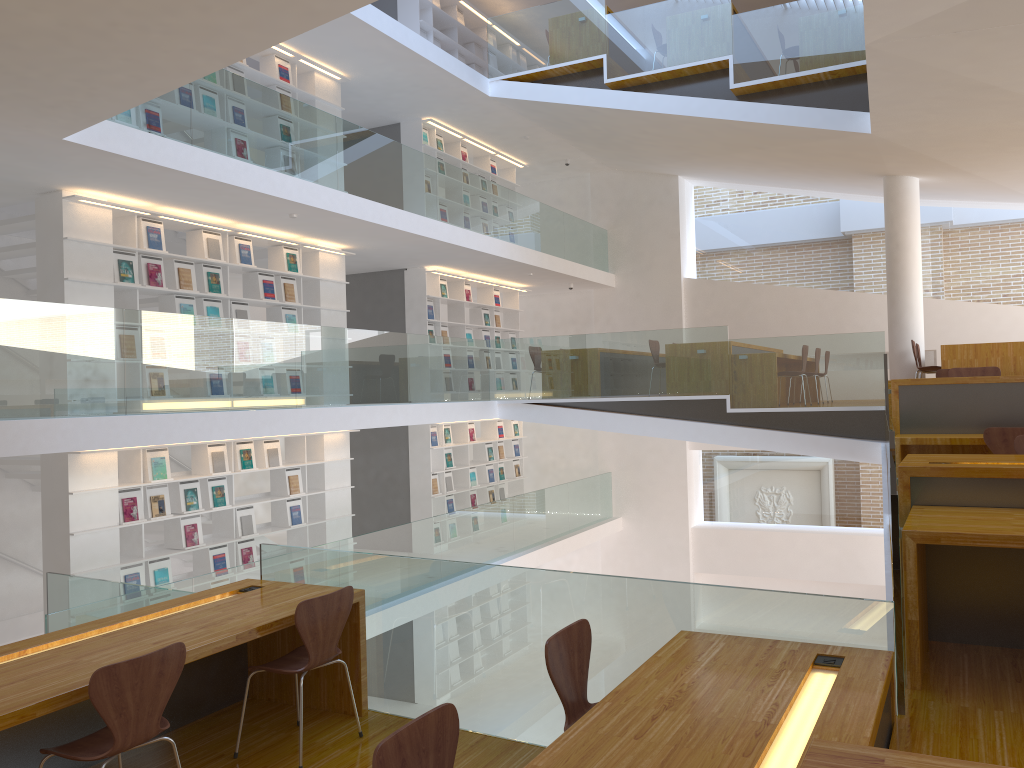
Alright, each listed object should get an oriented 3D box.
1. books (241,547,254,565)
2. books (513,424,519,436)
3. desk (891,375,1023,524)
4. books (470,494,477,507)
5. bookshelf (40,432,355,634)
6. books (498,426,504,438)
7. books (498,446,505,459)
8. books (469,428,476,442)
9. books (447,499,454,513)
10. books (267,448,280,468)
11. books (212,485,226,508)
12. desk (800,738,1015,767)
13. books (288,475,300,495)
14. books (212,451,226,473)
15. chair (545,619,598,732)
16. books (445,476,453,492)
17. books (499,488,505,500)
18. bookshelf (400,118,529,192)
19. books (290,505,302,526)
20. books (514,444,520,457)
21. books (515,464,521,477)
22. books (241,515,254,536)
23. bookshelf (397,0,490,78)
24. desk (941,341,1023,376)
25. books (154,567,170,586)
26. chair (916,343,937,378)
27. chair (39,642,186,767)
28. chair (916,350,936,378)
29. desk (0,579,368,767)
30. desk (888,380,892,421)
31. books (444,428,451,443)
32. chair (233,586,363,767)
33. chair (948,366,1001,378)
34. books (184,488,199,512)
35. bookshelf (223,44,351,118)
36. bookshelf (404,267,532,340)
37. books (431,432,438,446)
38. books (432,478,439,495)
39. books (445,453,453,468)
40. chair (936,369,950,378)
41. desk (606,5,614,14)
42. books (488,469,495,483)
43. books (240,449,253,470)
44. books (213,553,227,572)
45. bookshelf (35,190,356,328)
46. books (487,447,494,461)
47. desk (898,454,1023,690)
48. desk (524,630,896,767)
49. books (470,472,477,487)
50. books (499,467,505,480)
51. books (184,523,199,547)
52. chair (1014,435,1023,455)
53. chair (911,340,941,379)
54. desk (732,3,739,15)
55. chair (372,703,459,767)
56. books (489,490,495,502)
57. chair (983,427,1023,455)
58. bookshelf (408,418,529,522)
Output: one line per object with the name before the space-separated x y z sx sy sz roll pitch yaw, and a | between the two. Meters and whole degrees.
books | -2.647 1.747 8.883 0.037 0.210 0.145 -2 -1 27
books | 0.070 0.752 14.381 0.037 0.210 0.145 -2 -1 27
desk | 4.374 0.426 6.093 3.216 1.022 1.248 -2 -1 27
books | -0.563 1.733 13.083 0.037 0.210 0.145 -2 -1 27
bookshelf | -2.852 1.399 8.839 0.397 1.836 3.666 -2 -1 27
books | -0.175 0.759 13.903 0.037 0.210 0.145 -2 -1 27
books | -0.166 1.074 13.899 0.037 0.210 0.145 -2 -1 27
books | -0.590 0.761 13.094 0.037 0.210 0.145 -2 -1 27
books | -0.863 1.731 12.492 0.037 0.210 0.145 -2 -1 27
books | -2.487 0.779 9.252 0.037 0.210 0.145 -2 -1 27
books | -2.828 1.090 8.566 0.037 0.210 0.145 -2 -1 27
desk | 1.723 0.811 0.325 3.185 0.606 0.760 -2 -1 27
books | -2.339 1.088 9.526 0.037 0.210 0.145 -2 -1 27
books | -2.834 0.760 8.576 0.037 0.210 0.145 -2 -1 27
chair | 0.356 1.212 3.071 0.381 0.693 0.428 -2 -1 27
books | -0.883 1.412 12.474 0.037 0.210 0.145 -2 -1 27
books | -0.152 1.735 13.877 0.037 0.210 0.145 -2 -1 27
bookshelf | -0.605 -2.720 13.367 0.498 1.836 2.984 -2 -1 27
books | -2.320 1.416 9.535 0.037 0.210 0.145 -2 -1 27
books | 0.082 1.089 14.375 0.037 0.210 0.145 -2 -1 27
books | 0.093 1.414 14.375 0.037 0.210 0.145 -2 -1 27
books | -2.653 1.426 8.887 0.037 0.210 0.145 -2 -1 27
bookshelf | -0.660 -4.734 13.390 0.498 1.836 2.984 -2 -1 27
desk | 5.655 -0.038 10.156 1.247 0.762 3.194 -2 -1 27
books | -3.130 1.758 7.934 0.037 0.210 0.145 -2 -1 27
chair | 4.930 -0.133 10.344 0.381 0.693 0.428 -2 -1 27
chair | -1.390 1.260 3.060 0.381 0.693 0.428 -2 -1 27
chair | 5.206 -0.134 10.969 0.381 0.693 0.428 -2 -1 27
desk | -1.990 1.482 3.217 1.285 0.918 3.236 -2 -1 27
desk | 5.219 0.217 7.942 3.356 0.606 0.760 -2 -1 27
books | -0.908 0.726 12.476 0.037 0.210 0.145 -2 -1 27
chair | -0.946 1.258 3.924 0.381 0.693 0.428 -2 -1 27
chair | 3.781 0.206 7.232 0.428 0.693 0.381 -2 -1 27
books | -2.987 1.080 8.268 0.037 0.210 0.145 -2 -1 27
bookshelf | -2.920 -2.708 8.864 0.498 1.836 3.666 -2 -1 27
bookshelf | -0.549 -0.674 13.343 0.498 1.836 2.984 -2 -1 27
books | -1.068 0.760 12.157 0.037 0.210 0.145 -2 -1 27
books | -1.060 1.402 12.136 0.037 0.210 0.145 -2 -1 27
books | -0.885 1.080 12.492 0.037 0.210 0.145 -2 -1 27
chair | 4.087 0.207 8.071 0.428 0.693 0.381 -2 -1 27
desk | 1.528 -4.203 12.152 0.760 0.606 3.196 -2 -1 27
books | -0.314 1.411 13.582 0.037 0.210 0.145 -2 -1 27
books | -2.665 0.759 8.906 0.037 0.210 0.145 -2 -1 27
books | -2.815 1.747 8.556 0.037 0.210 0.145 -2 -1 27
bookshelf | -2.864 -0.662 8.840 0.498 1.836 3.666 -2 -1 27
books | -0.326 1.074 13.588 0.037 0.210 0.145 -2 -1 27
desk | 3.230 0.722 3.344 3.243 0.785 1.527 -2 -1 27
desk | 0.274 1.248 1.841 0.760 0.606 3.185 -2 -1 27
books | -0.572 1.405 13.087 0.037 0.210 0.145 -2 -1 27
books | -0.161 1.410 13.881 0.037 0.210 0.145 -2 -1 27
books | -2.981 1.413 8.255 0.037 0.210 0.145 -2 -1 27
chair | 2.858 0.619 4.623 0.428 0.693 0.381 -2 -1 27
chair | 4.486 -0.131 9.479 0.381 0.693 0.428 -2 -1 27
desk | 2.853 -3.942 11.472 0.760 0.606 3.196 -2 -1 27
chair | -0.088 1.214 2.206 0.381 0.693 0.428 -2 -1 27
books | -0.303 1.736 13.582 0.037 0.210 0.145 -2 -1 27
chair | 3.352 0.624 5.877 0.428 0.693 0.381 -2 -1 27
bookshelf | -0.492 1.386 13.318 0.498 1.836 2.984 -2 -1 27
